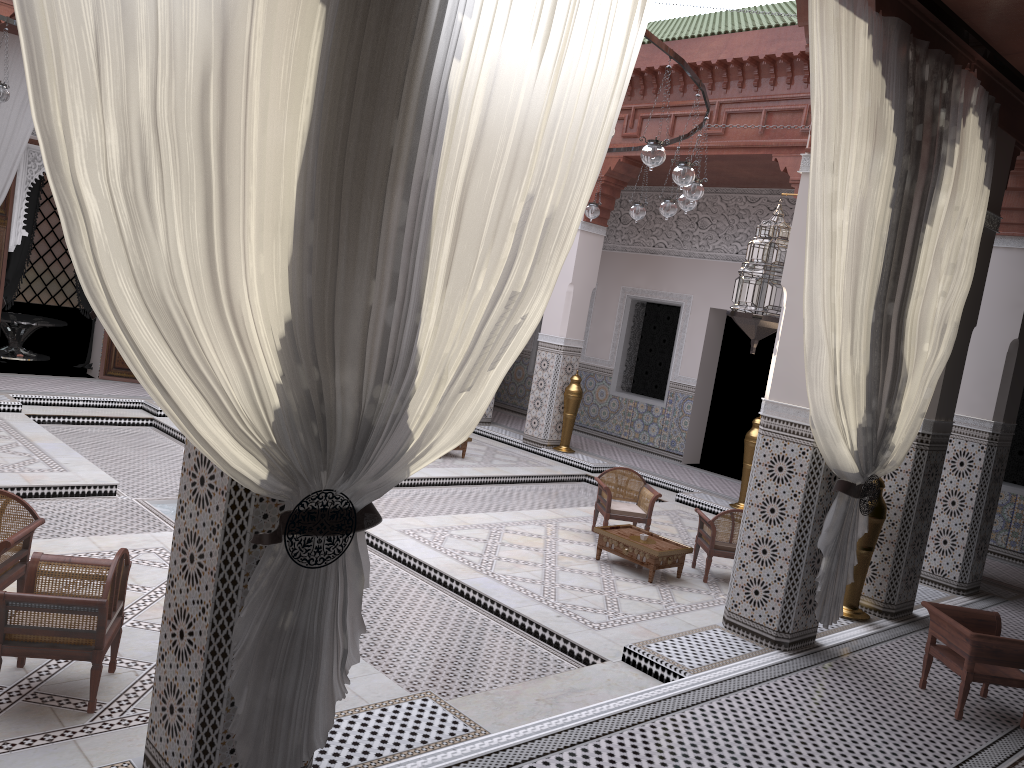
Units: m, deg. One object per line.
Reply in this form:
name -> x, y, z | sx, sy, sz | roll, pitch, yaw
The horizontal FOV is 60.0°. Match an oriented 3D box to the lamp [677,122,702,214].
lamp -> 0.739, -0.879, 3.609 | 0.091, 0.371, 0.090 | 6, 6, -29

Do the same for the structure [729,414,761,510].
structure -> 1.317, 0.417, 4.858 | 0.156, 0.539, 0.156 | 10, 5, 7

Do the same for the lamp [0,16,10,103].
lamp -> -2.168, -1.371, 3.769 | 0.090, 0.371, 0.091 | 9, 5, -9

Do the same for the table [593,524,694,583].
table -> 0.514, 0.671, 3.542 | 0.229, 0.142, 0.330 | 4, 7, -44

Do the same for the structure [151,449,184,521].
structure -> -1.097, 0.417, 3.548 | 0.528, 0.310, 0.501 | 4, 7, -44

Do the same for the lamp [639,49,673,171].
lamp -> 0.459, -0.845, 2.734 | 0.091, 0.371, 0.090 | 6, 6, -29

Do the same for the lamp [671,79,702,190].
lamp -> 0.605, -0.845, 3.005 | 0.091, 0.371, 0.090 | 6, 6, -29

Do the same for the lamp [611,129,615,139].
lamp -> 0.272, -0.853, 2.486 | 0.091, 0.371, 0.090 | 6, 6, -29

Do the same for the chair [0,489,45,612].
chair -> -1.287, 0.420, 2.094 | 0.263, 0.313, 0.208 | 9, 5, -8

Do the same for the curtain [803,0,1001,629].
curtain -> 1.095, -0.119, 2.634 | 1.304, 1.761, 0.137 | 4, 7, -44

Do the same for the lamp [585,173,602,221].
lamp -> 0.439, -1.009, 4.498 | 0.091, 0.371, 0.090 | 12, 6, 31

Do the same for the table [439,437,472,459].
table -> -0.440, 0.349, 5.353 | 0.229, 0.142, 0.330 | 4, 7, -44

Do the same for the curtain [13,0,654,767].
curtain -> -0.234, -0.224, 1.369 | 1.303, 1.764, 0.129 | 4, 7, -43

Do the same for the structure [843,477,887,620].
structure -> 1.257, 0.560, 3.181 | 0.156, 0.539, 0.156 | 7, 6, -27

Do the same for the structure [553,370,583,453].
structure -> 0.388, 0.174, 5.852 | 0.156, 0.539, 0.156 | 10, 5, 7

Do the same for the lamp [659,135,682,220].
lamp -> 0.724, -0.910, 3.928 | 0.091, 0.371, 0.090 | 12, 6, 31

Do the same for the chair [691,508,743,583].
chair -> 0.878, 0.638, 3.597 | 0.263, 0.313, 0.208 | 9, 5, -3

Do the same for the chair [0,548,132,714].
chair -> -0.948, 0.495, 1.873 | 0.208, 0.313, 0.263 | 8, 5, -13

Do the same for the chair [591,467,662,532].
chair -> 0.498, 0.544, 3.953 | 0.263, 0.313, 0.208 | 9, 5, -8

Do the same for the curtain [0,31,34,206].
curtain -> -2.978, -0.940, 4.291 | 1.304, 1.761, 0.048 | 4, 7, -44

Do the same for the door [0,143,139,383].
door -> -2.798, -0.780, 5.480 | 1.244, 1.461, 0.419 | 4, 7, -44

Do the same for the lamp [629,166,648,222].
lamp -> 0.630, -0.952, 4.219 | 0.091, 0.371, 0.090 | 12, 6, 31

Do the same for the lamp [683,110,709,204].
lamp -> 0.700, -0.857, 3.302 | 0.091, 0.371, 0.090 | 6, 6, -29

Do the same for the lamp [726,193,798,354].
lamp -> 0.843, -0.371, 2.914 | 0.216, 0.552, 0.221 | 4, 7, -44

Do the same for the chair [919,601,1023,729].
chair -> 1.299, 0.786, 2.483 | 0.234, 0.252, 0.259 | 9, 5, -4
